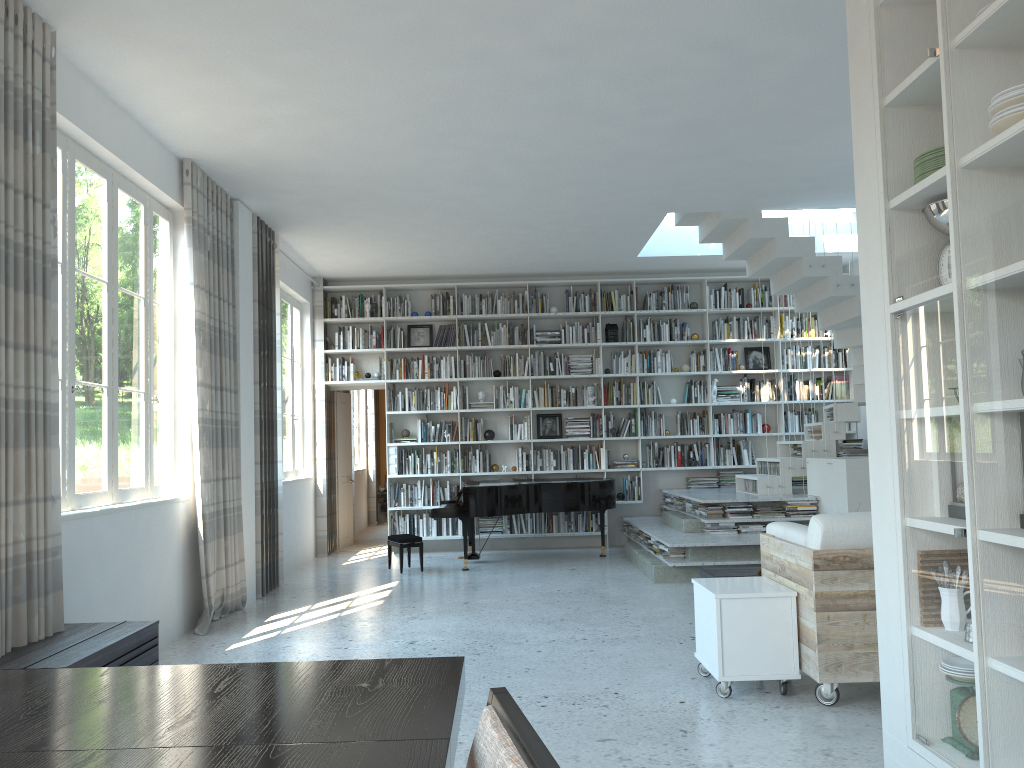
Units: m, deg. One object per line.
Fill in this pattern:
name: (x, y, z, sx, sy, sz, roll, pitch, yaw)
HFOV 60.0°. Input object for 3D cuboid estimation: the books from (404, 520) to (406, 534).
books: (-1.245, 1.691, 10.389, 0.022, 0.186, 0.145, -2, -4, -1)

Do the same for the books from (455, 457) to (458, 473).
books: (-0.650, 0.955, 10.454, 0.023, 0.186, 0.130, -2, -4, -1)

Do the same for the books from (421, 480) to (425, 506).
books: (-1.039, 1.275, 10.402, 0.039, 0.307, 0.172, -2, -4, -1)

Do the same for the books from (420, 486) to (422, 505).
books: (-1.063, 1.314, 10.420, 0.012, 0.232, 0.148, -2, -4, -1)

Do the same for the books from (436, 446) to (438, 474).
books: (-0.878, 0.891, 10.431, 0.021, 0.322, 0.172, -2, -4, -1)

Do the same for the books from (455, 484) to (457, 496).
books: (-0.654, 1.302, 10.427, 0.026, 0.235, 0.140, -2, -4, -1)

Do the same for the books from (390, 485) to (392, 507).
books: (-1.418, 1.313, 10.415, 0.012, 0.254, 0.161, -2, -4, -1)

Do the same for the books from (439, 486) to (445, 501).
books: (-0.815, 1.315, 10.412, 0.059, 0.216, 0.177, -2, -4, -1)

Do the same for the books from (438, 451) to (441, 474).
books: (-0.852, 0.921, 10.421, 0.028, 0.260, 0.181, -2, -4, -1)

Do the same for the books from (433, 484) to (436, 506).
books: (-0.908, 1.300, 10.424, 0.029, 0.254, 0.153, -2, -4, -1)

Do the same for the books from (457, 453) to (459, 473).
books: (-0.634, 0.926, 10.430, 0.010, 0.240, 0.174, -2, -4, -1)

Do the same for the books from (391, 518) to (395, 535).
books: (-1.391, 1.681, 10.394, 0.023, 0.216, 0.158, -2, -4, -1)

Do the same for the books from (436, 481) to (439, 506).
books: (-0.869, 1.280, 10.417, 0.022, 0.290, 0.137, -2, -4, -1)

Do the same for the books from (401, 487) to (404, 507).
books: (-1.275, 1.324, 10.394, 0.022, 0.220, 0.187, -2, -4, -1)

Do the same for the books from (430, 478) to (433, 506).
books: (-0.941, 1.263, 10.400, 0.014, 0.325, 0.170, -2, -4, -1)

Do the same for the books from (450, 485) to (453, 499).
books: (-0.706, 1.308, 10.432, 0.030, 0.227, 0.140, -2, -4, -1)

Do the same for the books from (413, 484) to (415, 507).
books: (-1.142, 1.305, 10.392, 0.010, 0.252, 0.178, -2, -4, -1)

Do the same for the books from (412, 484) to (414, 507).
books: (-1.154, 1.303, 10.396, 0.013, 0.256, 0.189, -2, -4, -1)

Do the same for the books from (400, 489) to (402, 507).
books: (-1.298, 1.338, 10.415, 0.024, 0.197, 0.148, -2, -4, -1)

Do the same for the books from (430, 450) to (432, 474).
books: (-0.947, 0.913, 10.430, 0.014, 0.282, 0.150, -2, -4, -1)

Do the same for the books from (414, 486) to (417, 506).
books: (-1.123, 1.317, 10.404, 0.028, 0.229, 0.157, -2, -4, -1)

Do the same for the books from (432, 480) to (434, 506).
books: (-0.928, 1.278, 10.407, 0.012, 0.295, 0.176, -2, -4, -1)

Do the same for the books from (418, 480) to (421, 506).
books: (-1.084, 1.281, 10.419, 0.027, 0.299, 0.142, -2, -4, -1)

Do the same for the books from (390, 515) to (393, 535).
books: (-1.409, 1.662, 10.395, 0.012, 0.254, 0.161, -2, -4, -1)

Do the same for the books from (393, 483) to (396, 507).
books: (-1.378, 1.298, 10.387, 0.011, 0.277, 0.189, -2, -4, -1)

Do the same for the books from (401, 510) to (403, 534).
books: (-1.285, 1.626, 10.391, 0.011, 0.318, 0.157, -2, -4, -1)

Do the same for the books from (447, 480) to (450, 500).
books: (-0.745, 1.278, 10.425, 0.025, 0.287, 0.130, -2, -3, -1)

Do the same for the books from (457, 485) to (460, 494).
books: (-0.626, 1.303, 10.418, 0.030, 0.230, 0.151, -2, -4, -1)

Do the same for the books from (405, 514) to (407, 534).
books: (-1.229, 1.652, 10.372, 0.013, 0.261, 0.174, -2, -4, -1)

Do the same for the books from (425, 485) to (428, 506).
books: (-1.004, 1.310, 10.422, 0.031, 0.238, 0.132, -2, -4, -1)

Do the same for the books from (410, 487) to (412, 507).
books: (-1.173, 1.320, 10.393, 0.028, 0.223, 0.189, -2, -4, -1)

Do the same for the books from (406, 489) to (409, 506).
books: (-1.221, 1.335, 10.421, 0.025, 0.199, 0.137, -2, -4, -1)

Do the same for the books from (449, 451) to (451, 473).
books: (-0.724, 0.919, 10.442, 0.013, 0.260, 0.142, -2, -4, -1)

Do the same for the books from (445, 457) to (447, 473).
books: (-0.773, 0.954, 10.443, 0.023, 0.194, 0.140, -2, -4, -1)

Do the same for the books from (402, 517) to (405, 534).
books: (-1.267, 1.671, 10.383, 0.022, 0.226, 0.154, -2, -4, -1)

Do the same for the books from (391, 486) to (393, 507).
books: (-1.398, 1.319, 10.401, 0.029, 0.239, 0.154, -2, -4, -1)

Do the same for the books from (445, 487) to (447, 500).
books: (-0.771, 1.322, 10.431, 0.030, 0.203, 0.142, -2, -4, -1)

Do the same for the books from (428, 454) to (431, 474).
books: (-0.967, 0.940, 10.429, 0.027, 0.229, 0.159, -2, -4, -1)

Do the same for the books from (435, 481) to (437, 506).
books: (-0.887, 1.284, 10.428, 0.013, 0.284, 0.139, -2, -4, -1)

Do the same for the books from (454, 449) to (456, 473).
books: (-0.670, 0.903, 10.424, 0.014, 0.286, 0.179, -2, -4, -1)

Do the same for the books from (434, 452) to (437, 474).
books: (-0.898, 0.926, 10.431, 0.026, 0.254, 0.176, -2, -4, -1)

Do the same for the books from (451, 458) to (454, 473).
books: (-0.696, 0.958, 10.440, 0.041, 0.181, 0.141, -2, -4, -1)

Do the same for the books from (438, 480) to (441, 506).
books: (-0.852, 1.274, 10.412, 0.013, 0.301, 0.172, -2, -4, -1)

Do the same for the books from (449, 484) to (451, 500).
books: (-0.726, 1.300, 10.397, 0.011, 0.239, 0.174, -2, -4, -1)

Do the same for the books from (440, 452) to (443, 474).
books: (-0.824, 0.926, 10.426, 0.028, 0.249, 0.159, -2, -4, -1)

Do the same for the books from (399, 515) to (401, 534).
books: (-1.302, 1.663, 10.391, 0.024, 0.246, 0.143, -2, -4, -1)

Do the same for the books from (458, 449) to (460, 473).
books: (-0.618, 0.907, 10.453, 0.024, 0.280, 0.136, -2, -4, -1)

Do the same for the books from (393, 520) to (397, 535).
books: (-1.364, 1.691, 10.367, 0.029, 0.190, 0.176, -2, -4, -1)

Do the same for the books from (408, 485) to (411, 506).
books: (-1.199, 1.311, 10.427, 0.022, 0.248, 0.134, -2, -4, -1)

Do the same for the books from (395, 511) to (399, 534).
books: (-1.336, 1.640, 10.385, 0.044, 0.293, 0.181, -2, -4, -1)

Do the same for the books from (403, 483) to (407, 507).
books: (-1.249, 1.301, 10.401, 0.029, 0.266, 0.172, -2, -4, -1)

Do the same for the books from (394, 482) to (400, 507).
books: (-1.347, 1.295, 10.396, 0.052, 0.283, 0.172, -2, -4, -1)

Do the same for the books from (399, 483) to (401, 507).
books: (-1.316, 1.301, 10.416, 0.010, 0.273, 0.150, -2, -4, -1)

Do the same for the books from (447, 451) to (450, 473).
books: (-0.741, 0.916, 10.423, 0.021, 0.265, 0.185, -2, -4, -1)

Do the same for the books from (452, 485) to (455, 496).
books: (-0.678, 1.304, 10.390, 0.023, 0.228, 0.190, -2, -4, -1)

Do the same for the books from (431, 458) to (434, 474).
books: (-0.924, 0.962, 10.418, 0.029, 0.181, 0.190, -2, -4, -1)

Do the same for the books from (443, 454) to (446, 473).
books: (-0.797, 0.937, 10.441, 0.025, 0.229, 0.153, -2, -4, -1)

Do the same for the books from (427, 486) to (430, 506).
books: (-0.974, 1.316, 10.418, 0.028, 0.224, 0.134, -2, -4, -1)
